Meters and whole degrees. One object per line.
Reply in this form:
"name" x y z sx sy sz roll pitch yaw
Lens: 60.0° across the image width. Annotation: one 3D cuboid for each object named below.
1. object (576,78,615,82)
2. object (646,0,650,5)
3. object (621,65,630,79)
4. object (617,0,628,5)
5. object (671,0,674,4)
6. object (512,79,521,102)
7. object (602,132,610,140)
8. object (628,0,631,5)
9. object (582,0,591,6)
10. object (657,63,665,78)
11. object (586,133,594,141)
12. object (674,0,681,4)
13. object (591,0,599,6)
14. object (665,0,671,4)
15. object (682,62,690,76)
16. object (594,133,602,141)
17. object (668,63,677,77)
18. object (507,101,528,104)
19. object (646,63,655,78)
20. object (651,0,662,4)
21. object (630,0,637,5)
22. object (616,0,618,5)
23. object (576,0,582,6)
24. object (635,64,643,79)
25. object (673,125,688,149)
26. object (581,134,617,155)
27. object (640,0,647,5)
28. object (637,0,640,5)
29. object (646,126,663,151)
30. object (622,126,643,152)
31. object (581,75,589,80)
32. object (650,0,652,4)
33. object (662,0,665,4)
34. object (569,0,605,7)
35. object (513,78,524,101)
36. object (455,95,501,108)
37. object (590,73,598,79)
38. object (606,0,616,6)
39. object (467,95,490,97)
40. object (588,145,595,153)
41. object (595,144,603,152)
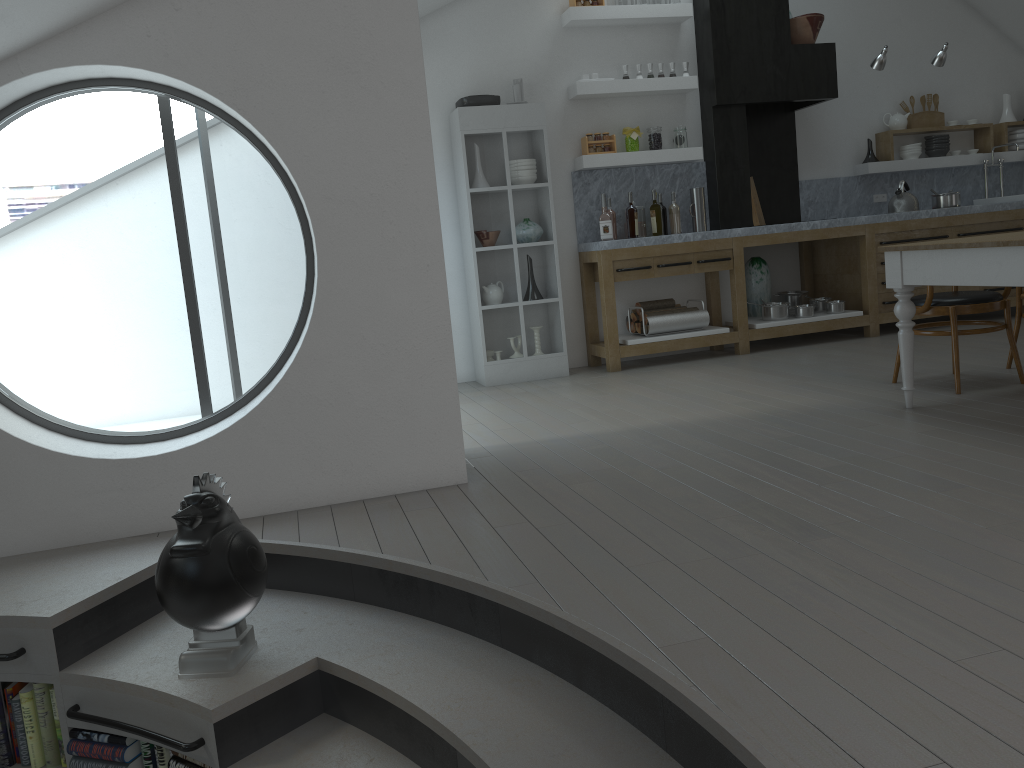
"object" 0.628 -2.288 6.718 0.295 0.024 0.113 -8 8 -14
"object" 1.019 -2.920 6.777 0.082 0.105 0.082 1 10 44
"object" 0.867 -2.372 6.769 0.068 0.124 0.064 -8 7 -20
"object" 0.838 -2.881 6.702 0.077 0.085 0.077 -3 8 18
"object" 1.222 -2.982 6.811 0.054 0.178 0.054 -11 9 -37
"object" 0.036 -2.115 6.440 0.054 0.195 0.054 -4 7 11
"object" 0.720 -1.891 6.792 0.058 0.075 0.059 -4 7 9
"object" 0.887 -2.901 6.778 0.094 0.093 0.094 -3 8 19
"object" 0.560 -2.856 6.662 0.058 0.075 0.059 -4 7 9
"object" 1.148 -2.409 6.838 0.068 0.124 0.064 -8 7 -20
"object" 0.591 -1.874 6.760 0.058 0.075 0.059 -4 7 9
"object" 1.255 -2.981 6.756 0.063 0.186 0.063 1 9 44
"object" 0.625 -2.865 6.678 0.058 0.075 0.059 -4 7 9
"object" 1.187 -2.930 6.759 0.071 0.098 0.071 0 9 40
"object" 1.348 -2.434 6.879 0.068 0.124 0.064 -8 7 -20
"object" 0.656 -1.883 6.776 0.058 0.075 0.059 -4 7 9
"object" 1.240 -2.420 6.852 0.068 0.124 0.064 -8 7 -20
"object" 0.053 -2.035 6.503 0.150 0.024 0.296 -4 8 10
"object" 1.061 -2.395 6.802 0.068 0.124 0.064 -8 7 -20
"object" 1.105 -2.917 6.769 0.077 0.085 0.077 -3 8 18
"object" 0.919 -2.894 6.693 0.071 0.098 0.071 0 9 40
"object" 0.810 -2.929 6.759 0.048 0.169 0.048 -6 7 -6
"object" 0.496 -2.847 6.646 0.058 0.075 0.059 -4 7 9
"object" 0.975 -2.386 6.796 0.068 0.124 0.064 -8 7 -20
"object" 1.316 -1.924 6.930 0.103 0.177 0.208 -5 8 8
"object" 0.664 -1.821 6.782 0.237 0.145 0.121 -8 8 -14
"object" 0.987 -2.945 6.689 0.063 0.186 0.063 1 9 44
"object" 0.955 -2.946 6.744 0.054 0.178 0.054 -11 9 -37
"object" 1.109 -1.899 6.876 0.120 0.182 0.121 -5 7 1
"object" 0.917 -1.879 6.825 0.163 0.198 0.128 -8 8 -19
"object" 0.554 -2.301 6.699 0.058 0.061 0.057 -7 8 -14
"object" 1.078 -2.965 6.826 0.048 0.169 0.048 -6 7 -6
"object" 1.155 -2.937 6.845 0.094 0.093 0.094 -3 8 19
"object" 0.560 -2.880 6.658 0.237 0.145 0.121 -8 8 -14
"object" 0.055 -2.139 6.543 0.071 0.210 0.073 -4 7 10
"object" -0.244 -1.998 6.425 0.299 0.119 0.299 -8 8 -14
"object" 0.625 -2.315 6.715 0.054 0.071 0.054 -7 7 -15
"object" 0.751 -2.884 6.710 0.082 0.105 0.082 1 10 44
"object" -0.245 -2.007 6.424 0.238 0.119 0.239 -8 8 -14
"object" 0.599 -1.789 6.770 0.058 0.075 0.059 -4 7 9
"object" 0.664 -1.798 6.786 0.058 0.075 0.059 -4 7 9
